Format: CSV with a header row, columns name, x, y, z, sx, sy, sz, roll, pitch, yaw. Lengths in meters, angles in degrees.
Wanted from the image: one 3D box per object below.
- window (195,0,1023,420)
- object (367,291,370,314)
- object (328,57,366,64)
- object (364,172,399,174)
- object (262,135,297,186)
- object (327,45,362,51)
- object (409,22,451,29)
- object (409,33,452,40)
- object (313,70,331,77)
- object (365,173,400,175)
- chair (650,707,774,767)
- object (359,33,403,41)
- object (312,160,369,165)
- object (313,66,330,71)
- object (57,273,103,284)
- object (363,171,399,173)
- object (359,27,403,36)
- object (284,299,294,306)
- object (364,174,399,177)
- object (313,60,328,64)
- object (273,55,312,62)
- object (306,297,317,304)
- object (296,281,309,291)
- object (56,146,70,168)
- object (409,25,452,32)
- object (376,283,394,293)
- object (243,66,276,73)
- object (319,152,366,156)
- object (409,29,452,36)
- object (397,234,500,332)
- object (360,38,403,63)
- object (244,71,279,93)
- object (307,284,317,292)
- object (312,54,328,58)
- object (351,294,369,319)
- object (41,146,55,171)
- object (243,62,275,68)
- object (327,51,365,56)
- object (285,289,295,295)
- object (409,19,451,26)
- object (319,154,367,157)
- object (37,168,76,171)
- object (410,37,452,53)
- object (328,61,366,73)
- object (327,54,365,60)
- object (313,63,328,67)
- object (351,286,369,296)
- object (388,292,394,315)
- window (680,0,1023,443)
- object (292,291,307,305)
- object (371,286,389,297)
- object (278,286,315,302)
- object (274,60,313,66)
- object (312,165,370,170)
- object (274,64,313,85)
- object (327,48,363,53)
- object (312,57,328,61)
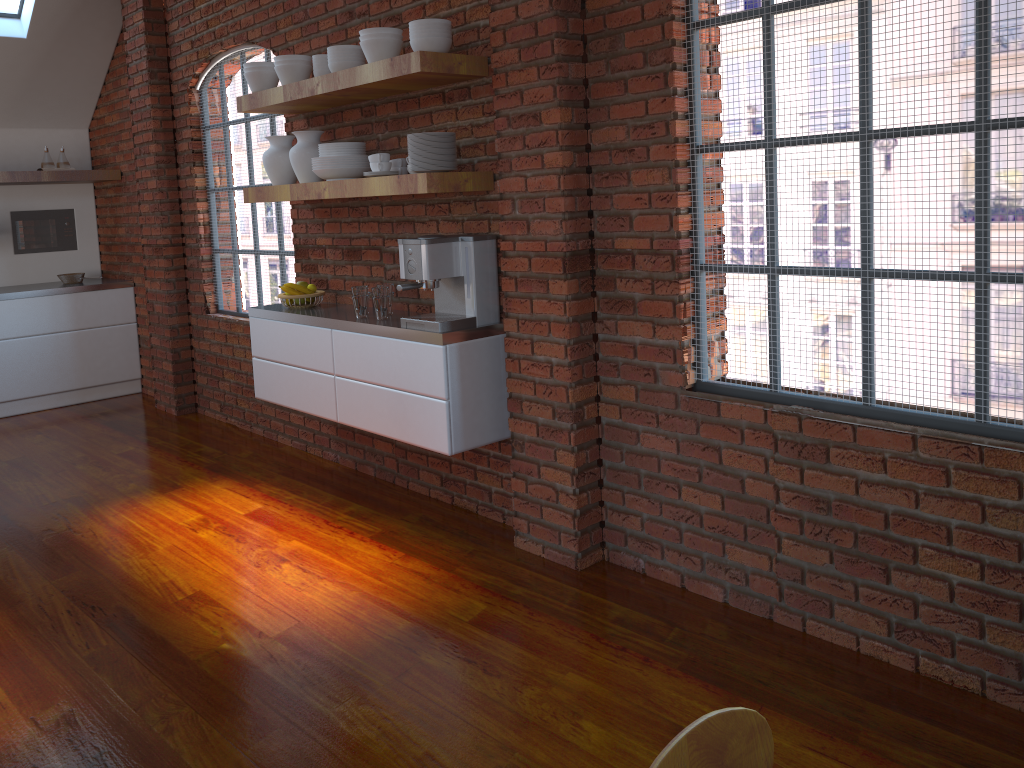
name,x,y,z,sx,sy,sz,roll,pitch,yaw
window,2.348,-0.975,4.414,17.485,9.788,3.670,5,10,37
object,-0.686,-0.369,4.036,0.077,0.103,0.079,0,8,18
object,-0.732,-1.407,3.907,0.166,0.060,0.167,7,15,41
object,-0.551,-0.887,3.723,0.154,0.012,0.157,-1,12,8
object,-1.158,-1.121,4.436,0.192,0.246,0.195,-3,8,-3
object,-0.734,-1.458,3.902,0.166,0.060,0.167,7,15,41
object,-0.317,-1.363,3.431,0.165,0.060,0.168,-3,11,-3
object,-0.315,-1.325,3.434,0.165,0.060,0.168,-3,11,-3
object,-0.870,-1.421,4.084,0.099,0.060,0.100,-3,10,-3
object,-0.551,-0.883,3.724,0.154,0.012,0.157,-1,12,8
chair,0.324,0.789,0.933,0.413,0.750,0.443,3,9,42
object,-0.539,-1.385,3.647,0.180,0.102,0.184,1,11,18
object,-0.765,-0.983,4.000,0.282,0.054,0.286,4,14,30
object,-0.871,-1.438,4.083,0.099,0.060,0.100,-3,10,-3
object,-3.301,-0.800,6.691,0.348,0.073,0.197,4,13,28
object,-0.551,-0.892,3.723,0.154,0.012,0.157,-1,12,8
object,-0.540,-1.408,3.645,0.180,0.102,0.184,1,11,18
object,-1.124,-0.416,4.437,0.046,0.045,0.056,-4,9,-9
object,-0.550,-0.879,3.724,0.154,0.012,0.157,-1,12,8
object,-0.872,-1.464,4.080,0.099,0.060,0.100,-3,10,-3
object,-1.039,-1.501,4.189,0.180,0.102,0.184,-4,11,-6
object,-1.032,-0.442,4.485,0.070,0.068,0.069,-8,10,-33
object,-1.064,-0.492,4.468,0.070,0.060,0.069,-7,10,-25
object,-3.382,-1.695,6.625,0.093,0.190,0.094,-3,7,1
object,-0.317,-1.351,3.432,0.165,0.060,0.168,-3,11,-3
object,-0.569,-0.399,3.966,0.078,0.103,0.078,-4,8,-12
object,-1.230,-1.503,4.347,0.180,0.102,0.184,-4,11,-6
object,-0.767,-1.021,3.996,0.214,0.054,0.216,7,15,38
object,-0.316,-1.338,3.433,0.165,0.060,0.168,-3,11,-3
object,-0.279,-0.419,3.550,0.383,0.365,0.272,-11,11,-42
object,-0.538,-1.364,3.649,0.180,0.102,0.184,1,11,18
object,-1.229,-1.482,4.349,0.180,0.102,0.184,-4,11,-6
object,-1.013,-0.484,4.454,0.047,0.045,0.055,-3,9,-1
object,-0.873,-1.489,4.078,0.099,0.060,0.100,-3,10,-3
object,-0.671,-0.343,3.908,0.078,0.103,0.078,-4,8,-12
object,-3.460,-1.676,6.549,0.093,0.189,0.094,-7,8,-30
object,-1.231,-1.526,4.345,0.180,0.102,0.184,-4,11,-6
object,-0.733,-1.434,3.904,0.166,0.060,0.167,7,15,41
object,-1.119,-0.465,4.442,0.045,0.052,0.052,3,10,36
object,-0.318,-1.376,3.430,0.165,0.060,0.168,-3,11,-3
object,-0.767,-1.010,3.997,0.214,0.054,0.216,7,15,38
object,-3.417,-1.603,6.594,0.226,0.032,0.196,-14,16,-43
object,-0.315,-1.309,3.436,0.165,0.060,0.168,-3,11,-3
object,-0.731,-1.391,3.908,0.166,0.060,0.167,7,15,41
object,-0.732,-1.420,3.905,0.166,0.060,0.167,7,15,41
object,-0.872,-1.451,4.081,0.099,0.060,0.100,-3,10,-3
object,-0.673,-0.381,3.905,0.078,0.103,0.078,-4,8,-12
object,-0.567,-0.361,3.969,0.078,0.103,0.078,-4,8,-12
window,1.004,-0.712,2.481,0.085,1.650,1.275,-7,9,-42
object,-1.066,-0.432,4.425,0.077,0.065,0.077,-4,9,-9
object,-0.570,-0.369,3.826,0.078,0.103,0.078,-7,9,-30
object,-1.076,-0.446,4.387,0.176,0.093,0.065,-4,7,-5
object,-1.038,-1.478,4.191,0.180,0.102,0.184,-4,11,-6
object,-0.764,-0.961,4.002,0.282,0.054,0.286,4,14,30
object,-1.037,-1.457,4.193,0.180,0.102,0.184,-4,11,-6
object,-0.734,-1.445,3.903,0.166,0.060,0.167,7,15,41
object,-0.873,-1.476,4.079,0.099,0.060,0.100,-3,10,-3
